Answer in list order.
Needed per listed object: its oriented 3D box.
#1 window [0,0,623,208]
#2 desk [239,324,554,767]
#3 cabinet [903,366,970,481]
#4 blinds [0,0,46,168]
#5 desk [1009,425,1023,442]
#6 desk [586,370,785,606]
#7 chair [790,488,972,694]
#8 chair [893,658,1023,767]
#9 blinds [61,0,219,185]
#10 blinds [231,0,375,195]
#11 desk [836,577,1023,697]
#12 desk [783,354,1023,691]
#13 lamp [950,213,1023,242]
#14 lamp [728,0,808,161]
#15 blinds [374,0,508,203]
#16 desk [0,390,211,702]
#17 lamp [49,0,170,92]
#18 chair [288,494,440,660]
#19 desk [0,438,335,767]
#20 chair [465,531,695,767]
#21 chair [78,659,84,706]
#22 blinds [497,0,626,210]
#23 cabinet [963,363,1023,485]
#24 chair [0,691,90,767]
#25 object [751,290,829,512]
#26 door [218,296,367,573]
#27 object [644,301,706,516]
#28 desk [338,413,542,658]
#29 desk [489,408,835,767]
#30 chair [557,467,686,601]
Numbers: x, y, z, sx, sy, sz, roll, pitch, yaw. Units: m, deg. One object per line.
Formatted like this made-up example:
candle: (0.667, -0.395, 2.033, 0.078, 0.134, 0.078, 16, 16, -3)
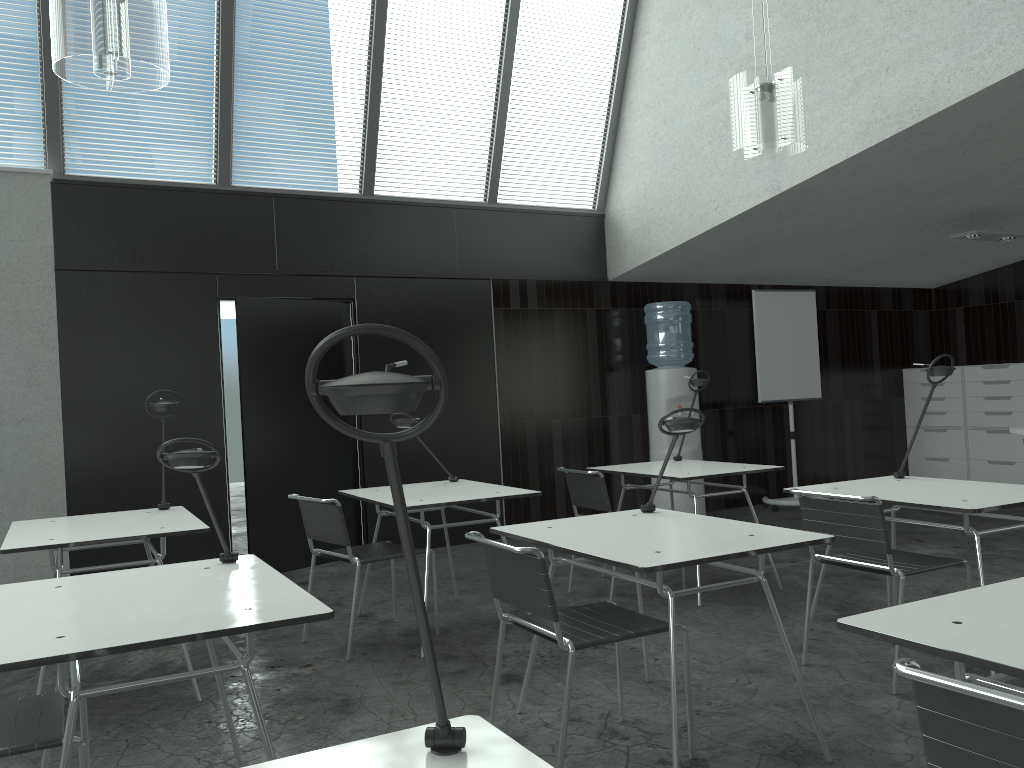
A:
window: (-4.794, -2.835, 3.795, 12.775, 3.101, 1.144, -3, -1, -28)
desk: (-0.149, 0.592, 0.733, 0.700, 1.321, 0.900, -3, -1, -28)
cabinet: (4.322, 0.458, 8.659, 0.587, 1.292, 0.639, -3, -1, -28)
blinds: (-3.034, -2.883, 4.699, 0.889, 2.949, 1.094, -3, -1, -28)
desk: (3.725, 0.691, 5.152, 0.910, 0.818, 1.600, -3, -1, -33)
desk: (0.946, 0.577, 4.958, 0.700, 1.321, 0.900, -3, -1, -28)
chair: (1.406, 0.815, 3.380, 0.555, 0.765, 0.428, -3, -1, -29)
chair: (0.898, 0.820, 1.287, 0.555, 0.765, 0.428, -3, -1, -31)
blinds: (-2.162, -2.922, 5.162, 0.889, 2.949, 1.094, -3, -1, -28)
blinds: (-1.291, -2.961, 5.625, 0.889, 2.949, 1.094, -3, -1, -28)
desk: (1.140, 0.618, 1.469, 0.700, 1.153, 0.900, -3, -1, -28)
desk: (1.665, 0.527, 3.539, 0.700, 1.321, 0.900, -3, -1, -27)
lamp: (3.489, -3.002, 6.670, 0.600, 3.595, 0.212, -3, -1, -28)
lamp: (1.195, -2.692, 4.370, 0.359, 2.848, 0.350, -3, -1, -28)
blinds: (-0.416, -3.018, 6.084, 0.889, 2.982, 1.106, -3, -1, -28)
desk: (-1.656, 0.695, 3.611, 0.700, 1.321, 0.900, -3, -1, -27)
lamp: (-1.410, -2.574, 2.985, 0.359, 2.848, 0.350, -3, -1, -28)
chair: (-0.684, 0.927, 4.085, 0.555, 0.765, 0.428, -2, -1, -40)
desk: (-0.896, 0.727, 2.186, 0.700, 1.153, 0.900, -3, -1, -27)
chair: (0.195, 0.869, 2.672, 0.555, 0.765, 0.428, -3, -1, -28)
chair: (-1.973, 0.985, 3.408, 0.555, 0.765, 0.428, -3, -1, -24)
blinds: (0.456, -3.057, 6.549, 0.889, 2.982, 1.106, -3, -1, -28)
cabinet: (4.625, 0.437, 8.087, 0.587, 1.292, 0.639, -3, -1, -28)
chair: (-1.259, 0.936, 1.990, 0.555, 0.765, 0.428, -3, -1, -26)
object: (2.389, 0.145, 7.633, 0.560, 2.091, 0.553, -3, -1, 25)
door: (-1.437, 0.357, 5.971, 0.940, 2.020, 0.365, -3, -1, -28)
object: (1.305, 0.257, 7.166, 0.436, 1.967, 0.436, -2, -1, -38)
desk: (-0.368, 0.721, 4.296, 0.700, 1.153, 0.900, -3, -1, -28)
desk: (0.442, 0.666, 2.826, 0.700, 1.153, 0.900, -3, -1, -28)
chair: (0.581, 0.870, 4.770, 0.555, 0.765, 0.428, -3, -1, -26)
